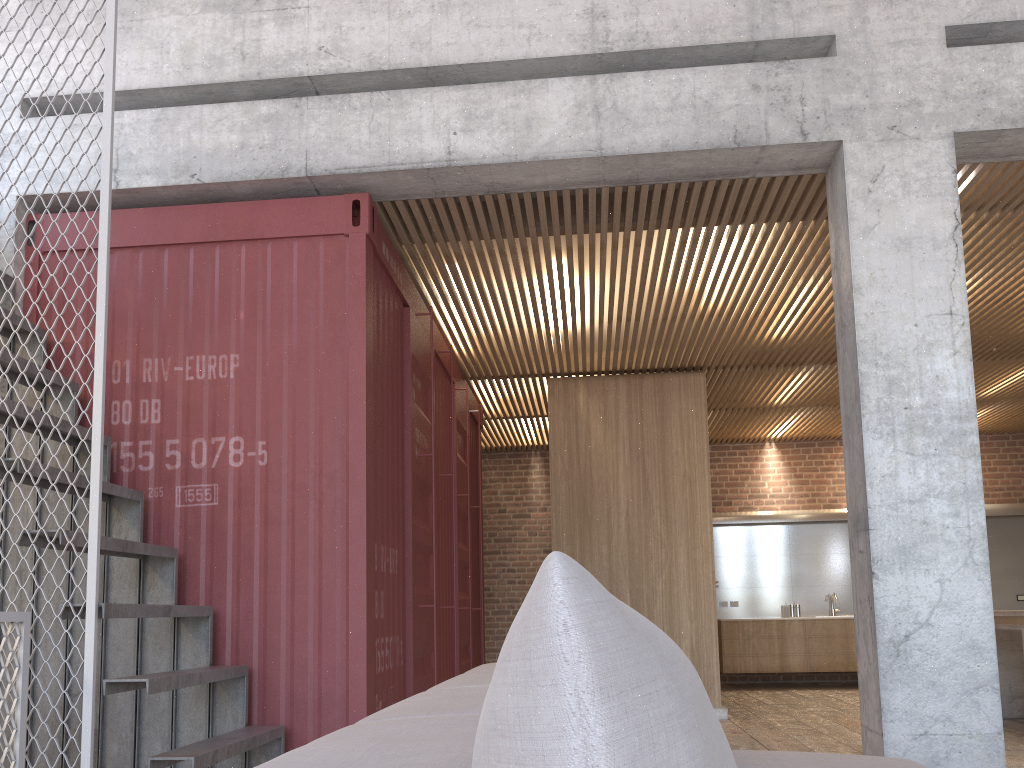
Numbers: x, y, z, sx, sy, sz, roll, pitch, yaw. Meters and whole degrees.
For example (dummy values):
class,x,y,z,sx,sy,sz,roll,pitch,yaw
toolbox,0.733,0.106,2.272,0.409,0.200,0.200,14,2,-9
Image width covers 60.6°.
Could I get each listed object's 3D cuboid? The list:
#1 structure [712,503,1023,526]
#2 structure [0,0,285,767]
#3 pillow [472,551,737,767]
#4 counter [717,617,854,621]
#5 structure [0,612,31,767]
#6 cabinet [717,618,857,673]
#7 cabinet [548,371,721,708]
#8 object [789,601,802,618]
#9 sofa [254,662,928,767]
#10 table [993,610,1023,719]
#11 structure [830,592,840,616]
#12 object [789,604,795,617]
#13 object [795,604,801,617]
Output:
class,x,y,z,sx,sy,sz,roll,pitch,yaw
structure,4.617,1.678,11.283,4.078,0.154,0.213,-3,-12,5
structure,-2.818,-0.356,2.774,3.038,4.218,3.773,-2,-10,5
pillow,0.097,0.414,0.701,0.221,0.544,0.577,-2,-11,7
counter,4.624,2.894,10.914,4.078,0.020,0.671,-3,-15,5
structure,-2.995,0.797,1.207,1.926,0.911,4.548,-2,-15,5
cabinet,4.635,2.589,11.166,4.115,2.031,1.099,-2,-9,5
cabinet,1.293,1.896,9.949,1.518,3.053,3.852,-2,-12,5
object,3.577,2.848,11.086,0.144,0.206,0.054,-2,-7,5
sofa,1.243,0.919,1.501,3.011,0.767,3.079,-2,-14,5
table,4.030,1.889,5.555,1.012,0.898,5.328,-2,-15,5
structure,4.134,2.882,11.145,0.115,0.465,0.253,-2,-9,5
object,3.542,2.868,11.086,0.060,0.156,0.061,-4,-8,20
object,3.613,2.864,11.080,0.060,0.156,0.061,-4,-8,20
